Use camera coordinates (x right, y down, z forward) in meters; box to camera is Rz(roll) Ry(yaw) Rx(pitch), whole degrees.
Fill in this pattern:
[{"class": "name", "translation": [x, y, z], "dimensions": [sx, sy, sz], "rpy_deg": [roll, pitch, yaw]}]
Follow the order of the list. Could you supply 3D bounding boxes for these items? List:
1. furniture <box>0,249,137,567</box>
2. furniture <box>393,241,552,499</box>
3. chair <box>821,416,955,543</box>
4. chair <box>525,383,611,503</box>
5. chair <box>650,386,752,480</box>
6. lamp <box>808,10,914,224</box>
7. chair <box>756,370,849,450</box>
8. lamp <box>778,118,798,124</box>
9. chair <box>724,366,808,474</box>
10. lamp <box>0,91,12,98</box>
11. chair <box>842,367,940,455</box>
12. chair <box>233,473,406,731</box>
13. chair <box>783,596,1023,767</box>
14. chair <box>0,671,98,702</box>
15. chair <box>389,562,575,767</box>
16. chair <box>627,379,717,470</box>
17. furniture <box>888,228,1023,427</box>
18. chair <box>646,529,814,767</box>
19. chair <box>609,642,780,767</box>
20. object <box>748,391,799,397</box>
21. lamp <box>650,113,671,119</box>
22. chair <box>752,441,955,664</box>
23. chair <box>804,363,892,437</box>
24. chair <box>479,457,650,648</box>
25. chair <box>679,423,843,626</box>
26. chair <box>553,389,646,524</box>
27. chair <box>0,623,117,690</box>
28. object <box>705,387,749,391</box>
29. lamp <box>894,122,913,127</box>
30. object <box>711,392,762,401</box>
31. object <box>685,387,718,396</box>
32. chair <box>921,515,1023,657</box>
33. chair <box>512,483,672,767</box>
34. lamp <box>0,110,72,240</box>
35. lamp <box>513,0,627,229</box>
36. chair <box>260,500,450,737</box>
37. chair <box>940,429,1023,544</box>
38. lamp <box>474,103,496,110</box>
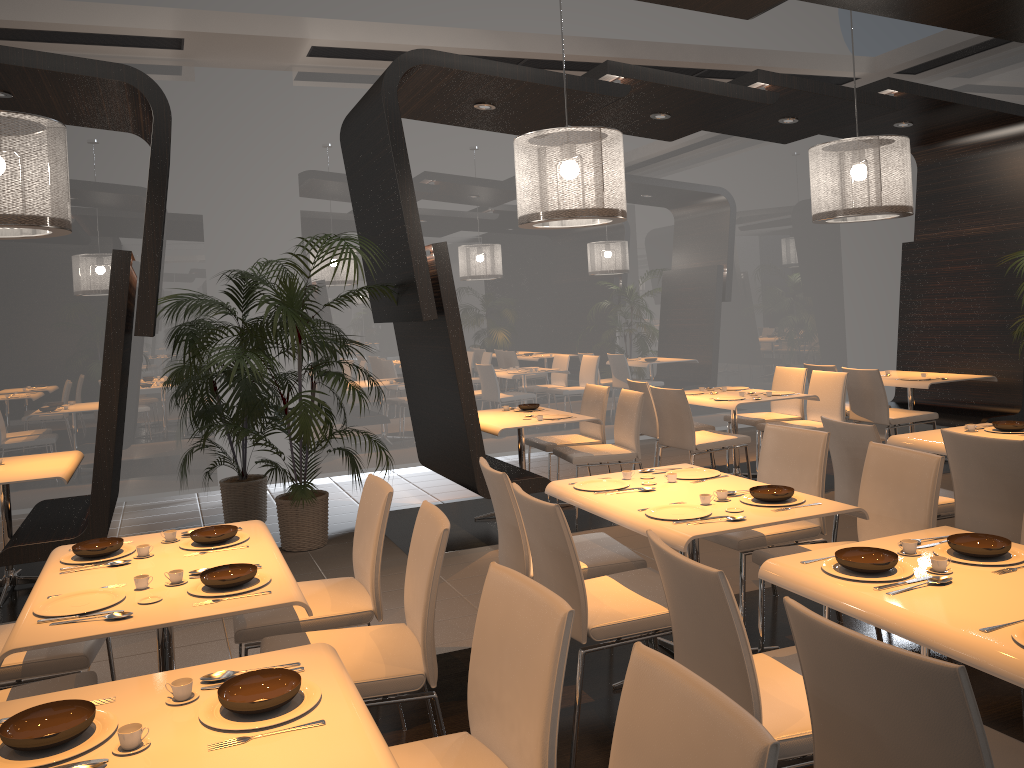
[{"class": "furniture", "translation": [-2.697, 0.068, 5.475], "dimensions": [0.758, 1.674, 1.402], "rpy_deg": [-4, 2, -21]}, {"class": "furniture", "translation": [-0.368, -0.136, 6.398], "dimensions": [0.758, 1.674, 1.402], "rpy_deg": [-4, 2, -21]}, {"class": "chair", "translation": [1.952, 0.594, 4.474], "dimensions": [0.606, 0.869, 0.484], "rpy_deg": [-4, 1, -14]}, {"class": "chair", "translation": [0.462, 0.466, 7.045], "dimensions": [0.606, 0.873, 0.484], "rpy_deg": [-4, 1, -19]}, {"class": "chair", "translation": [1.426, 0.437, 6.747], "dimensions": [0.606, 0.873, 0.484], "rpy_deg": [-4, 1, -24]}, {"class": "lamp", "translation": [2.273, -2.061, 5.872], "dimensions": [0.626, 1.929, 0.627], "rpy_deg": [-3, 1, 7]}, {"class": "chair", "translation": [2.371, 0.350, 7.137], "dimensions": [0.606, 0.869, 0.484], "rpy_deg": [-4, 1, -19]}, {"class": "lamp", "translation": [2.348, -2.252, 7.515], "dimensions": [0.161, 0.056, 0.161], "rpy_deg": [-5, 5, -27]}, {"class": "chair", "translation": [2.254, 0.307, 7.774], "dimensions": [0.606, 0.873, 0.484], "rpy_deg": [-4, 1, -19]}, {"class": "lamp", "translation": [-3.117, -1.772, 5.351], "dimensions": [0.161, 0.056, 0.161], "rpy_deg": [-5, 5, -27]}, {"class": "chair", "translation": [3.178, 0.281, 7.467], "dimensions": [0.606, 0.873, 0.484], "rpy_deg": [-4, 1, -19]}, {"class": "chair", "translation": [-0.743, 0.835, 3.349], "dimensions": [0.606, 0.869, 0.484], "rpy_deg": [-4, 1, -19]}, {"class": "chair", "translation": [0.935, 0.872, 1.788], "dimensions": [0.606, 0.869, 0.484], "rpy_deg": [-4, 1, -24]}, {"class": "chair", "translation": [-1.461, 0.954, 2.396], "dimensions": [0.606, 0.869, 0.484], "rpy_deg": [-4, 1, -24]}, {"class": "chair", "translation": [-0.182, 0.922, 1.950], "dimensions": [0.606, 0.873, 0.484], "rpy_deg": [-4, 1, -24]}, {"class": "chair", "translation": [1.325, 0.383, 7.441], "dimensions": [0.606, 0.869, 0.484], "rpy_deg": [-4, 1, -14]}, {"class": "furniture", "translation": [3.953, -0.516, 8.108], "dimensions": [0.758, 1.674, 1.402], "rpy_deg": [-4, 2, -21]}, {"class": "chair", "translation": [0.721, 0.837, 2.349], "dimensions": [0.606, 0.869, 0.484], "rpy_deg": [-4, 1, -14]}, {"class": "chair", "translation": [0.077, 0.955, 1.378], "dimensions": [0.606, 0.873, 0.484], "rpy_deg": [-4, 1, -19]}, {"class": "object", "translation": [2.071, 0.065, 7.086], "dimensions": [0.336, 0.038, 0.377], "rpy_deg": [-6, 6, -32]}, {"class": "lamp", "translation": [1.183, -2.150, 7.053], "dimensions": [0.161, 0.056, 0.161], "rpy_deg": [-5, 5, -27]}, {"class": "chair", "translation": [1.336, 0.713, 3.474], "dimensions": [0.606, 0.873, 0.484], "rpy_deg": [-4, 1, -14]}, {"class": "chair", "translation": [3.061, 0.233, 8.103], "dimensions": [0.606, 0.869, 0.484], "rpy_deg": [-4, 1, -19]}, {"class": "chair", "translation": [0.200, 0.749, 3.760], "dimensions": [0.606, 0.869, 0.484], "rpy_deg": [-4, 1, -14]}, {"class": "chair", "translation": [1.148, 0.665, 4.143], "dimensions": [0.606, 0.869, 0.484], "rpy_deg": [-4, 1, -24]}, {"class": "chair", "translation": [0.655, 0.503, 6.437], "dimensions": [0.606, 0.869, 0.484], "rpy_deg": [-4, 1, -14]}, {"class": "chair", "translation": [-1.726, 0.915, 3.036], "dimensions": [0.606, 0.869, 0.484], "rpy_deg": [-4, 1, -14]}, {"class": "object", "translation": [1.859, 0.029, 7.664], "dimensions": [0.336, 0.038, 0.377], "rpy_deg": [-6, 6, -32]}, {"class": "lamp", "translation": [3.533, -2.356, 7.984], "dimensions": [0.161, 0.056, 0.161], "rpy_deg": [-5, 5, -27]}, {"class": "object", "translation": [1.760, 0.099, 6.885], "dimensions": [0.335, 0.038, 0.377], "rpy_deg": [-6, 5, -27]}, {"class": "object", "translation": [1.564, 0.062, 7.462], "dimensions": [0.335, 0.038, 0.377], "rpy_deg": [-6, 5, -27]}, {"class": "chair", "translation": [1.659, 0.755, 2.741], "dimensions": [0.606, 0.873, 0.484], "rpy_deg": [-4, 1, -24]}, {"class": "chair", "translation": [0.353, 0.790, 3.161], "dimensions": [0.606, 0.869, 0.484], "rpy_deg": [-4, 1, -19]}, {"class": "lamp", "translation": [-2.404, -1.650, 4.020], "dimensions": [0.625, 1.929, 0.628], "rpy_deg": [-3, 1, 41]}, {"class": "lamp", "translation": [0.295, -1.887, 5.089], "dimensions": [0.626, 1.929, 0.627], "rpy_deg": [-3, 1, 7]}, {"class": "chair", "translation": [-0.484, 0.868, 2.777], "dimensions": [0.606, 0.869, 0.484], "rpy_deg": [-4, 1, -14]}, {"class": "chair", "translation": [2.282, 0.628, 3.868], "dimensions": [0.606, 0.873, 0.484], "rpy_deg": [-4, 1, -19]}, {"class": "lamp", "translation": [-0.202, -2.056, 6.506], "dimensions": [0.160, 0.054, 0.160], "rpy_deg": [-4, 4, -16]}]
